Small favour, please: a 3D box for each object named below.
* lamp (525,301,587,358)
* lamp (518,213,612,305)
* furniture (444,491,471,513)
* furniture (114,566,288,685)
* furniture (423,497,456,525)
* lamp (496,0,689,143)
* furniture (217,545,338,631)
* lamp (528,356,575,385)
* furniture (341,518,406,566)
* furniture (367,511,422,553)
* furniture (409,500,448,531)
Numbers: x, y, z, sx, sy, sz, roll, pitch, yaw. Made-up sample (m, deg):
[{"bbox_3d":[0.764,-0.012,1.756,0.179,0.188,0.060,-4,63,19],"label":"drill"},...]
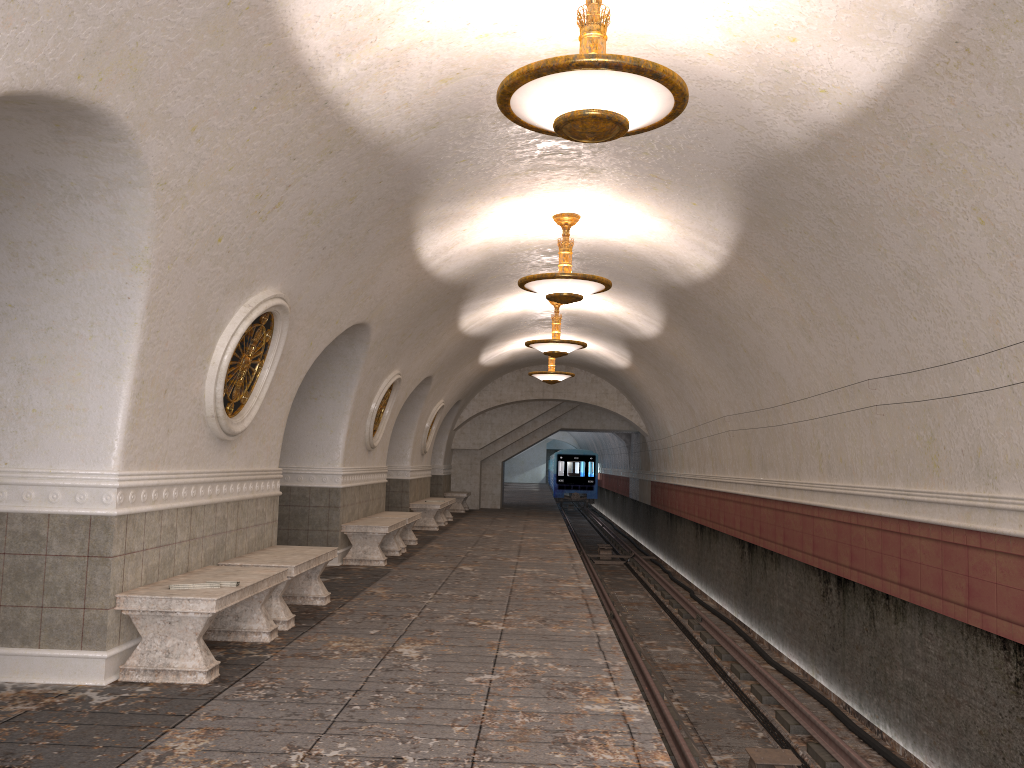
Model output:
[{"bbox_3d":[0.716,-0.892,14.322,1.008,0.955,1.008,0,-5,18],"label":"lamp"},{"bbox_3d":[0.572,-1.324,9.515,1.008,0.955,1.008,0,-5,18],"label":"lamp"},{"bbox_3d":[-1.483,3.206,24.159,0.613,0.508,1.509,2,-5,2],"label":"furniture"},{"bbox_3d":[-2.028,1.572,5.955,0.613,0.508,1.509,2,-5,2],"label":"furniture"},{"bbox_3d":[-1.621,2.793,19.559,0.613,0.508,1.509,2,-5,2],"label":"furniture"},{"bbox_3d":[0.428,-1.755,4.707,1.008,0.955,1.008,3,-5,-14],"label":"lamp"},{"bbox_3d":[-1.978,1.722,7.629,0.613,0.508,1.509,2,-5,2],"label":"furniture"},{"bbox_3d":[0.860,-0.461,19.130,1.008,0.955,1.008,6,-7,-42],"label":"lamp"},{"bbox_3d":[-1.848,2.110,11.949,0.613,0.508,1.509,2,-5,2],"label":"furniture"},{"bbox_3d":[-1.798,2.260,13.623,0.613,0.508,1.509,2,-5,2],"label":"furniture"},{"bbox_3d":[-1.671,2.643,17.885,0.613,0.508,1.509,2,-5,2],"label":"furniture"}]
